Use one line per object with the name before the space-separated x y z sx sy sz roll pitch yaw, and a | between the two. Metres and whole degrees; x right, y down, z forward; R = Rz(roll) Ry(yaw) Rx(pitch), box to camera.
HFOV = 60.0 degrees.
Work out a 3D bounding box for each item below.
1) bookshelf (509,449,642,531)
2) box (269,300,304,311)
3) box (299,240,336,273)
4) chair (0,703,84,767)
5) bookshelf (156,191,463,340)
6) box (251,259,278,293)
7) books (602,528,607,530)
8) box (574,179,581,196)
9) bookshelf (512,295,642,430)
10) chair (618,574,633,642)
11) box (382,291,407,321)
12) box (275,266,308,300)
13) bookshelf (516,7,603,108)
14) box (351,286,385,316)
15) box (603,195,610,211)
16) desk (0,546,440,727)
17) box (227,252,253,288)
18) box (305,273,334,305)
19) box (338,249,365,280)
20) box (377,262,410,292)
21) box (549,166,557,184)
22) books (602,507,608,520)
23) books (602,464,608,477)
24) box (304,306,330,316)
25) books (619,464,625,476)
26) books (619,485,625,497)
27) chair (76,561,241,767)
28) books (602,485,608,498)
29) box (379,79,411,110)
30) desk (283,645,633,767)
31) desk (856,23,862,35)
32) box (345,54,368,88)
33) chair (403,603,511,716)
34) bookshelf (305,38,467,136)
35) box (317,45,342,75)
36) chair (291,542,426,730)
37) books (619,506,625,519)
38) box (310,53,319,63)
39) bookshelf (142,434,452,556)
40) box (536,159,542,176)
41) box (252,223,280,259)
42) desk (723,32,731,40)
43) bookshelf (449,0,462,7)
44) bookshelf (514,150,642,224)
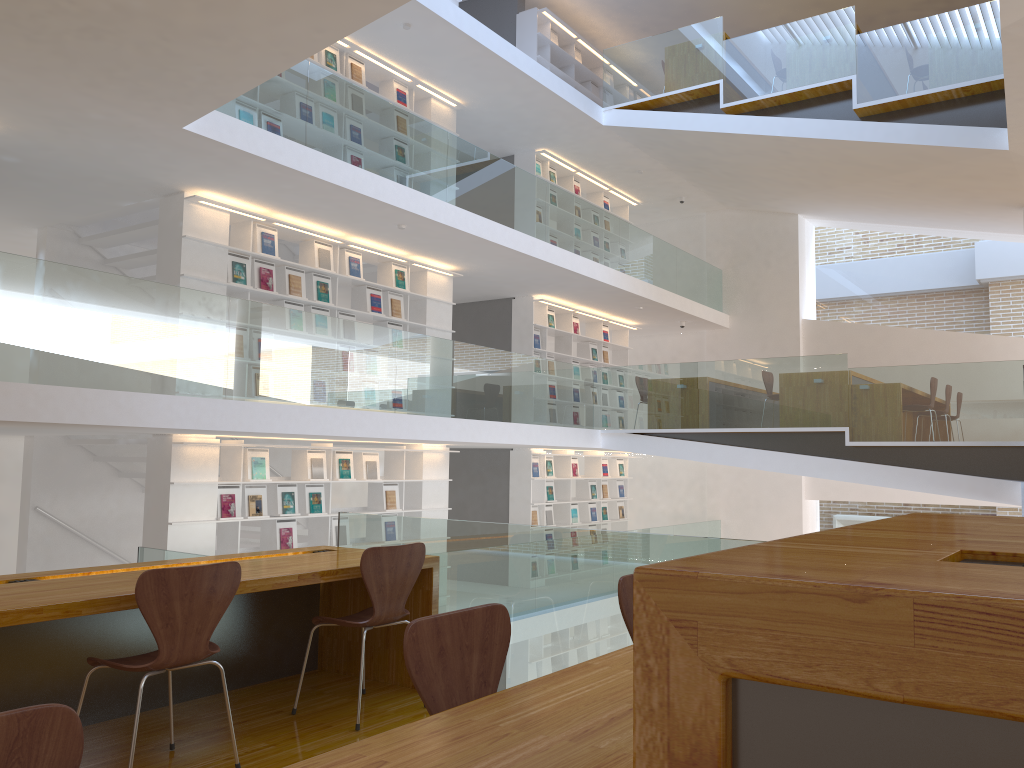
bookshelf | 1.009 1.894 12.942 0.498 1.836 2.984 -3 -6 34
box | -2.148 -0.632 8.508 0.274 0.296 0.245 -3 -6 34
box | -1.940 -1.258 8.854 0.274 0.296 0.245 -3 -6 34
chair | -0.588 0.768 0.974 0.381 0.693 0.428 -3 -6 34
bookshelf | -1.825 -0.571 8.971 0.498 1.836 3.666 -3 -6 34
box | -2.357 -0.988 8.249 0.274 0.296 0.245 -3 -6 34
books | 1.402 2.296 13.425 0.037 0.210 0.145 -3 -6 34
box | 0.883 -2.884 13.203 0.274 0.296 0.245 -3 -6 34
bookshelf | 1.038 -0.158 13.126 0.498 1.836 2.984 -3 -6 34
chair | 0.562 0.940 2.712 0.381 0.693 0.428 -3 -6 34
box | -1.335 -0.842 9.712 0.274 0.296 0.245 -3 -6 34
box | -2.144 -0.959 8.536 0.274 0.296 0.245 -3 -6 34
bookshelf | 1.097 -4.203 13.488 0.498 1.836 2.984 -3 -6 34
box | -1.527 -0.873 9.433 0.274 0.296 0.245 -3 -6 34
box | 1.402 -2.807 13.961 0.274 0.296 0.245 -3 -6 34
desk | -1.755 1.150 3.139 1.285 0.918 3.236 -3 -6 34
box | -2.518 -1.015 7.993 0.274 0.296 0.245 -3 -6 34
box | -1.949 -0.931 8.820 0.274 0.296 0.245 -3 -6 34
box | -1.704 -1.224 9.197 0.274 0.296 0.245 -3 -6 34
box | -1.302 -1.166 9.781 0.274 0.296 0.245 -3 -6 34
box | 0.498 -2.938 12.647 0.274 0.296 0.245 -3 -6 34
books | 1.407 1.972 13.454 0.037 0.210 0.145 -3 -6 34
books | 1.422 1.325 13.525 0.037 0.210 0.145 -3 -6 34
box | -1.956 -0.604 8.786 0.274 0.296 0.245 -3 -6 34
books | 1.726 1.363 13.967 0.037 0.210 0.145 -3 -6 34
books | 1.723 1.698 13.935 0.037 0.210 0.145 -3 -6 34
chair | -1.172 0.934 2.923 0.381 0.693 0.428 -3 -6 34
books | 1.418 1.638 13.497 0.037 0.210 0.145 -3 -6 34
box | -1.304 -3.209 9.918 0.274 0.296 0.245 -3 -6 34
desk | 0.324 0.877 1.503 0.760 0.606 3.185 -3 -6 34
desk | 4.306 -3.458 11.080 0.760 0.606 3.196 -3 -6 34
box | -1.700 -3.266 9.344 0.274 0.296 0.245 -3 -6 34
chair | 0.013 0.861 1.914 0.381 0.693 0.428 -3 -6 34
bookshelf | -1.796 -2.610 9.153 0.498 1.836 3.666 -3 -6 34
box | -1.911 -3.297 9.037 0.274 0.296 0.245 -3 -6 34
chair | -0.623 1.013 3.720 0.381 0.693 0.428 -3 -6 34
books | 1.721 2.022 13.909 0.037 0.210 0.145 -3 -6 34
box | -2.084 -3.322 8.785 0.274 0.296 0.245 -3 -6 34
bookshelf | -1.897 1.483 8.816 0.397 1.836 3.666 -3 -6 34
box | 0.273 -2.971 12.321 0.274 0.296 0.245 -3 -6 34
box | -2.342 -1.316 8.271 0.274 0.296 0.245 -3 -6 34
desk | 3.088 -3.705 11.942 0.760 0.606 3.196 -3 -6 34
bookshelf | -1.767 -4.616 9.333 0.498 1.836 3.666 -3 -6 34
bookshelf | 1.068 -2.197 13.308 0.498 1.836 2.984 -3 -6 34
